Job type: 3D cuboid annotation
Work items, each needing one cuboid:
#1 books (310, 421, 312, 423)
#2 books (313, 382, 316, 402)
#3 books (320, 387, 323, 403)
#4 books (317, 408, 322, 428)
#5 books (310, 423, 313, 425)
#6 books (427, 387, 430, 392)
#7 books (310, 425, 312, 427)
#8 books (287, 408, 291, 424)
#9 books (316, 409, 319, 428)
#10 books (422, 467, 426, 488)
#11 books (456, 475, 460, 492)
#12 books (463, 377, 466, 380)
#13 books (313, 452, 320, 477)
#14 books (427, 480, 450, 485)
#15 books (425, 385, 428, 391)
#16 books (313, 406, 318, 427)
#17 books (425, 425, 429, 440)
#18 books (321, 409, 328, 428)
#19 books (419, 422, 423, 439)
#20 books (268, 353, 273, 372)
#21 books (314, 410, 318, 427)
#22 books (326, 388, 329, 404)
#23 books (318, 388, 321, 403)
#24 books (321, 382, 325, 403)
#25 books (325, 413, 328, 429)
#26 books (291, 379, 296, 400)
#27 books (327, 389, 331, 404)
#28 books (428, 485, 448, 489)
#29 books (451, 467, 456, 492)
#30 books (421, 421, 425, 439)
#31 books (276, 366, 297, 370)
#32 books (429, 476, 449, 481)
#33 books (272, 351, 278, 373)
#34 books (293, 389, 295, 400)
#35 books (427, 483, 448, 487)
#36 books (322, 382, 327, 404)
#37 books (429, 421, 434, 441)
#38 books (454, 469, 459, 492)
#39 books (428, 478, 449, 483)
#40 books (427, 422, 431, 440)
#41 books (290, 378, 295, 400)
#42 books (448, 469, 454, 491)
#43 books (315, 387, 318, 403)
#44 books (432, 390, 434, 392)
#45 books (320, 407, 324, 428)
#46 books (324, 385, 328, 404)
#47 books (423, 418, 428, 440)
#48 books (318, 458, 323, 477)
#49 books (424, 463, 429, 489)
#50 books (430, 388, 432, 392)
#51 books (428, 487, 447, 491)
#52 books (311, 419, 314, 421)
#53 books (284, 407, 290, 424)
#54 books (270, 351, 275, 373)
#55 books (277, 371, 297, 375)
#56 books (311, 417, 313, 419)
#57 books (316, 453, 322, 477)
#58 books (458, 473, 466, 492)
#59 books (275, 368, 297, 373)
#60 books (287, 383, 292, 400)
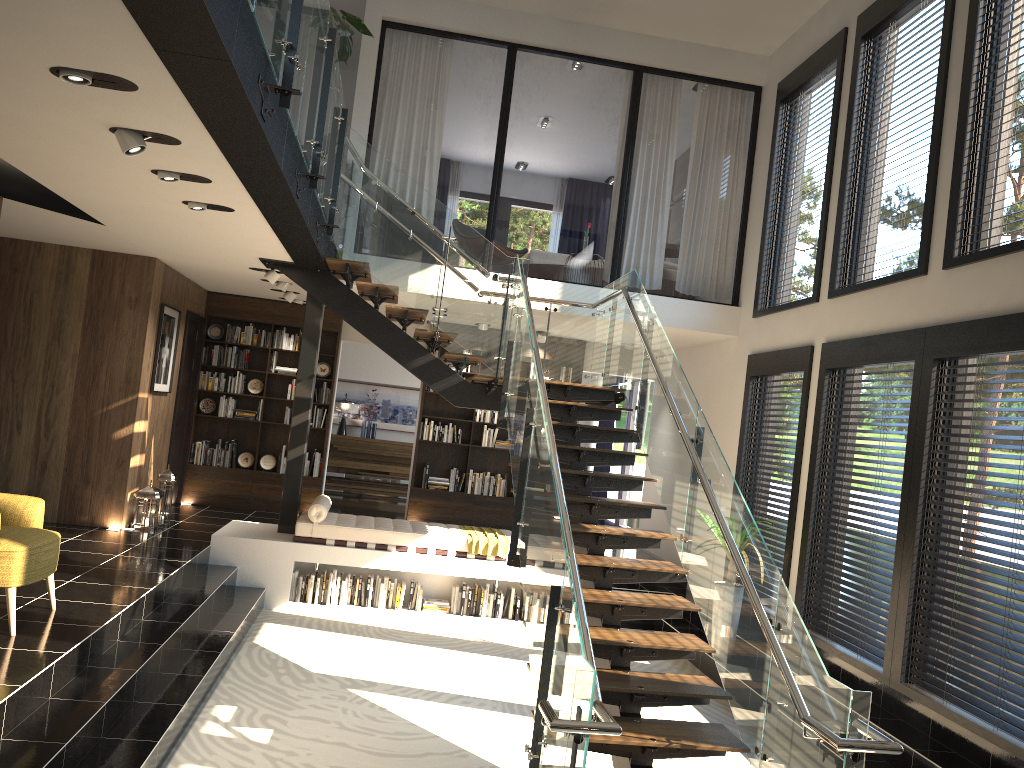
[{"bbox_3d":[-2.711,0.476,11.457,0.263,0.030,0.159,7,-3,-10],"label":"books"},{"bbox_3d":[-2.556,0.106,11.436,0.016,0.262,0.155,7,-2,-8],"label":"books"},{"bbox_3d":[-2.456,0.145,11.447,0.020,0.209,0.147,7,-2,-8],"label":"books"},{"bbox_3d":[-2.488,0.439,11.506,0.038,0.257,0.138,7,-2,-8],"label":"books"},{"bbox_3d":[-2.713,0.505,11.447,0.271,0.028,0.174,7,-3,-12],"label":"books"},{"bbox_3d":[-1.091,0.015,11.665,0.037,0.177,0.109,7,-2,-8],"label":"books"},{"bbox_3d":[-2.718,0.529,11.457,0.245,0.021,0.159,7,-3,-6],"label":"books"},{"bbox_3d":[-2.869,0.416,11.415,0.036,0.206,0.215,7,-2,-8],"label":"books"},{"bbox_3d":[-2.509,0.440,11.461,0.014,0.246,0.192,7,-2,-8],"label":"books"},{"bbox_3d":[-1.160,1.234,11.678,0.025,0.270,0.156,7,-2,-8],"label":"books"},{"bbox_3d":[-0.720,1.317,11.741,0.023,0.212,0.123,7,-2,-8],"label":"books"},{"bbox_3d":[-0.645,0.036,11.737,0.032,0.247,0.114,7,-2,-8],"label":"books"},{"bbox_3d":[-2.528,1.038,11.452,0.035,0.314,0.168,7,-2,-8],"label":"books"},{"bbox_3d":[-0.975,1.301,11.686,0.287,0.030,0.176,7,-3,-10],"label":"books"},{"bbox_3d":[-1.123,-0.006,11.670,0.030,0.212,0.127,7,-2,-8],"label":"books"},{"bbox_3d":[-2.546,0.420,11.466,0.014,0.279,0.202,7,-2,-8],"label":"books"},{"bbox_3d":[-1.119,0.637,11.651,0.028,0.199,0.175,7,-2,-8],"label":"books"},{"bbox_3d":[-2.426,0.446,11.462,0.047,0.253,0.210,7,-2,-8],"label":"books"},{"bbox_3d":[-1.203,0.614,11.672,0.025,0.227,0.156,7,-2,-8],"label":"books"},{"bbox_3d":[-3.105,-0.269,11.448,0.028,0.242,0.194,7,-2,-8],"label":"books"},{"bbox_3d":[-2.533,0.449,11.490,0.024,0.226,0.141,7,-2,-8],"label":"books"},{"bbox_3d":[-2.384,0.159,11.468,0.023,0.200,0.121,7,-2,-8],"label":"books"},{"bbox_3d":[-2.482,0.153,11.461,0.026,0.190,0.121,7,-2,-8],"label":"books"},{"bbox_3d":[-2.435,0.114,11.465,0.018,0.278,0.114,7,-2,-8],"label":"books"},{"bbox_3d":[-2.399,0.476,11.494,0.021,0.204,0.169,7,-2,-8],"label":"books"},{"bbox_3d":[-2.803,0.071,11.409,0.019,0.272,0.175,7,-2,-8],"label":"books"},{"bbox_3d":[-2.359,0.164,11.455,0.026,0.196,0.170,7,-2,-8],"label":"books"},{"bbox_3d":[-0.981,1.353,11.686,0.258,0.024,0.167,7,-3,-7],"label":"books"},{"bbox_3d":[-0.775,1.260,11.717,0.031,0.310,0.169,7,-2,-8],"label":"books"},{"bbox_3d":[-1.177,0.612,11.680,0.028,0.237,0.134,7,-2,-8],"label":"books"},{"bbox_3d":[-2.906,-0.197,11.472,0.264,0.021,0.189,7,-3,-10],"label":"books"},{"bbox_3d":[-0.969,1.249,11.691,0.257,0.024,0.167,7,-3,-8],"label":"books"},{"bbox_3d":[-3.051,-0.281,11.435,0.016,0.278,0.209,7,-2,-8],"label":"books"},{"bbox_3d":[-2.786,0.120,11.416,0.028,0.180,0.130,7,-2,-8],"label":"books"},{"bbox_3d":[-0.980,1.329,11.699,0.271,0.025,0.156,7,-3,-7],"label":"books"},{"bbox_3d":[-2.415,0.115,11.449,0.016,0.278,0.202,7,-2,-8],"label":"books"},{"bbox_3d":[-1.065,0.614,11.661,0.029,0.258,0.181,7,-2,-8],"label":"books"},{"bbox_3d":[-0.741,1.269,11.717,0.036,0.302,0.186,7,-2,-8],"label":"books"},{"bbox_3d":[-0.973,1.274,11.701,0.271,0.025,0.156,7,-3,-7],"label":"books"},{"bbox_3d":[-1.094,0.617,11.675,0.023,0.245,0.159,7,-2,-8],"label":"books"},{"bbox_3d":[-2.826,0.065,11.424,0.025,0.280,0.145,7,-2,-8],"label":"books"},{"bbox_3d":[-0.804,1.269,11.695,0.030,0.284,0.177,7,-2,-8],"label":"books"},{"bbox_3d":[-2.525,0.144,11.465,0.060,0.196,0.119,7,-2,-8],"label":"books"},{"bbox_3d":[-1.033,0.008,11.681,0.021,0.207,0.102,7,-2,-8],"label":"books"},{"bbox_3d":[-2.456,0.436,11.463,0.013,0.267,0.177,7,-2,-8],"label":"books"},{"bbox_3d":[-2.403,0.134,11.473,0.018,0.246,0.144,7,-2,-8],"label":"books"},{"bbox_3d":[-1.142,0.592,11.651,0.028,0.282,0.169,7,-2,-8],"label":"books"},{"bbox_3d":[-2.473,1.079,11.463,0.029,0.247,0.139,7,-2,-8],"label":"books"},{"bbox_3d":[-1.123,1.201,11.639,0.028,0.339,0.203,7,-2,-8],"label":"books"},{"bbox_3d":[-1.057,-0.006,11.684,0.030,0.230,0.103,7,-2,-8],"label":"books"},{"bbox_3d":[-0.986,1.378,11.702,0.247,0.026,0.148,7,-3,-9],"label":"books"},{"bbox_3d":[-2.709,0.452,11.463,0.266,0.019,0.157,7,-3,-6],"label":"books"},{"bbox_3d":[-2.903,0.404,11.439,0.028,0.224,0.161,7,-2,-8],"label":"books"},{"bbox_3d":[-3.072,-0.285,11.427,0.027,0.279,0.166,7,-2,-8],"label":"books"},{"bbox_3d":[-2.913,-0.140,11.475,0.239,0.033,0.176,7,-3,-10],"label":"books"},{"bbox_3d":[-2.707,0.428,11.473,0.239,0.031,0.146,7,-3,-7],"label":"books"},{"bbox_3d":[-2.497,1.046,11.450,0.029,0.306,0.149,7,-2,-8],"label":"books"},{"bbox_3d":[-0.667,1.301,11.732,0.075,0.254,0.181,7,-2,-8],"label":"books"},{"bbox_3d":[-2.908,-0.172,11.463,0.266,0.030,0.209,7,-3,-7],"label":"books"},{"bbox_3d":[-2.860,0.096,11.427,0.033,0.211,0.132,7,-2,-8],"label":"books"}]
